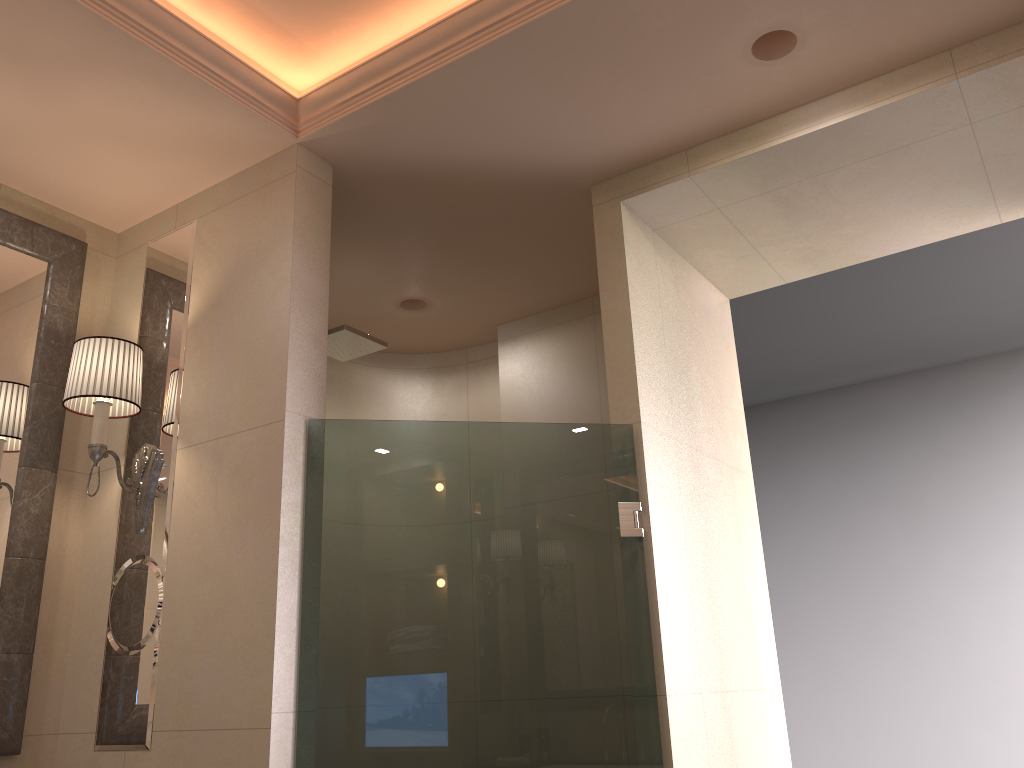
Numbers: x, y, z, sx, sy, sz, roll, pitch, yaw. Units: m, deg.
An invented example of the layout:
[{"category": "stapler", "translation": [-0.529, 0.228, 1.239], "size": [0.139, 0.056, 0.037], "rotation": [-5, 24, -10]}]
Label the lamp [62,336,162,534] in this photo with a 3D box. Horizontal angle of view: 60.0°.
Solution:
[{"category": "lamp", "translation": [-0.971, 0.127, 2.135], "size": [0.174, 0.444, 0.223], "rotation": [-15, -23, 31]}]

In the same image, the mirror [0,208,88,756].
[{"category": "mirror", "translation": [-1.471, 0.086, 1.809], "size": [0.040, 1.320, 1.130], "rotation": [-15, -23, 31]}]

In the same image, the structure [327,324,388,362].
[{"category": "structure", "translation": [-0.643, 0.467, 2.565], "size": [0.506, 1.409, 0.311], "rotation": [-10, -21, 21]}]
